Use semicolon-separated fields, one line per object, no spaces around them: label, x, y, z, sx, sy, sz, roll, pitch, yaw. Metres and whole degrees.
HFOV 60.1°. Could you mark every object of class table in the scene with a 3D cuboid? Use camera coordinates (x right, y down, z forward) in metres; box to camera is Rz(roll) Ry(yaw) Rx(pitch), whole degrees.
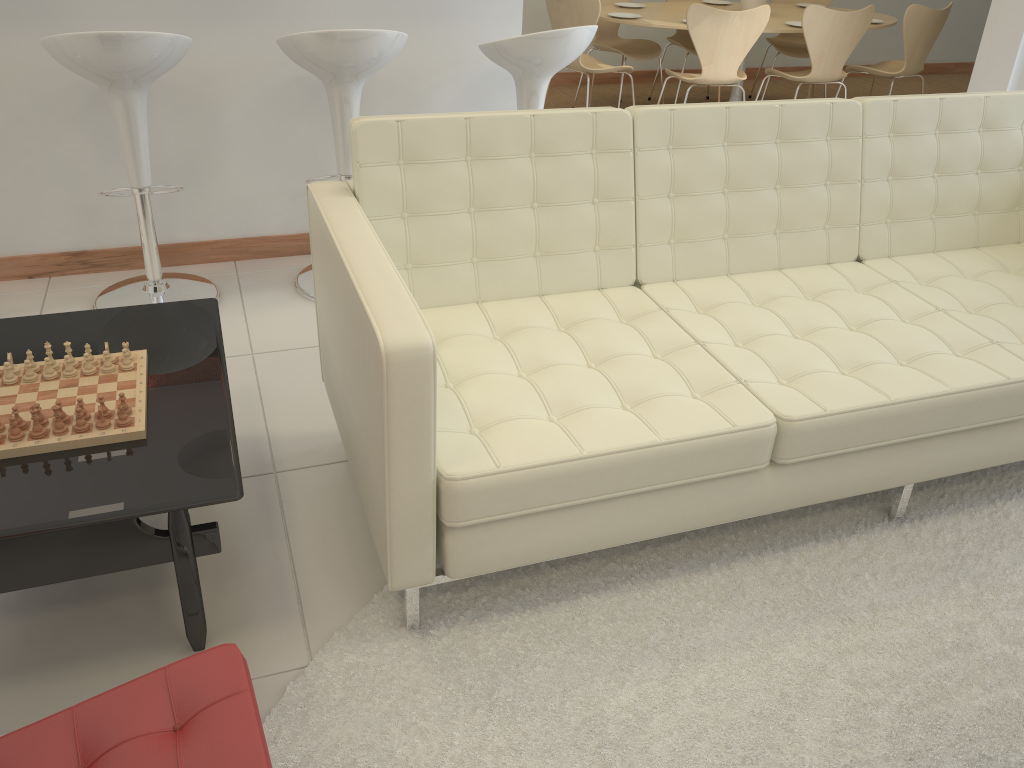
table;-1.001;0.212;2.051;0.702;0.412;0.937;-8;31;-18
table;1.584;-2.189;6.163;2.266;0.712;1.309;-8;31;-18

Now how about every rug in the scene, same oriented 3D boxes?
rug;1.088;0.757;1.688;3.334;0.004;2.499;-7;31;-17

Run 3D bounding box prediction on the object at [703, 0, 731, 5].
object;1.491;-2.775;6.444;0.210;0.015;0.215;1;30;-3

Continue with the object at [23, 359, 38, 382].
object;-1.074;-0.032;1.967;0.030;0.048;0.030;-4;29;-12

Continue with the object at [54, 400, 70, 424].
object;-0.932;0.057;1.826;0.030;0.048;0.030;-4;29;-12

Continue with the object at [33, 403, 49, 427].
object;-0.969;0.062;1.814;0.030;0.048;0.030;-4;29;-12

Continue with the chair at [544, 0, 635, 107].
chair;0.483;-1.994;5.557;0.519;0.885;0.530;-17;34;-32

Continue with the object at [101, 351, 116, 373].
object;-0.923;-0.053;2.018;0.030;0.048;0.030;-4;29;-12

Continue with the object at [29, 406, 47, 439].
object;-0.956;0.073;1.776;0.030;0.068;0.030;-3;29;-12

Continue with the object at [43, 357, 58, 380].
object;-1.036;-0.037;1.980;0.030;0.048;0.030;-4;29;-12

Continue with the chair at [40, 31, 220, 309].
chair;-1.307;-0.741;3.104;0.457;0.996;0.476;-2;29;-9

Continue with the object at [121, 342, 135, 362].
object;-0.899;-0.076;2.065;0.030;0.043;0.030;-4;29;-12

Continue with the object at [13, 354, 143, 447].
object;-0.985;0.030;1.914;0.347;0.001;0.357;-8;32;-18

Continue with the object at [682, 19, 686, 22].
object;1.159;-2.236;5.478;0.210;0.015;0.215;6;30;5

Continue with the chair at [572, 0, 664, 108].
chair;0.775;-2.371;6.239;0.526;0.885;0.523;-20;36;-36

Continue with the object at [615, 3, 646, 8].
object;0.810;-2.593;6.069;0.210;0.015;0.215;3;30;1

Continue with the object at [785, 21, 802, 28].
object;1.831;-2.264;5.584;0.211;0.015;0.214;16;32;22

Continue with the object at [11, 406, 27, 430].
object;-1.007;0.067;1.801;0.030;0.048;0.030;-4;29;-12

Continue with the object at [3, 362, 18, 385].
object;-1.111;-0.026;1.955;0.030;0.048;0.030;-4;29;-12

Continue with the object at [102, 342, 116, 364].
object;-0.936;-0.074;2.050;0.030;0.051;0.030;-12;32;-25

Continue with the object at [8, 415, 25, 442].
object;-0.994;0.085;1.767;0.030;0.053;0.030;-4;29;-12

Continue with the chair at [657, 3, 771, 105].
chair;1.186;-1.858;5.381;0.521;0.885;0.528;-4;29;-12

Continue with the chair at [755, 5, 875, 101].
chair;1.871;-1.940;5.584;0.522;0.885;0.527;-7;30;-18

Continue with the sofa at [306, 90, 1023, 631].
sofa;0.807;-0.235;2.485;2.570;0.901;1.023;-8;31;-18

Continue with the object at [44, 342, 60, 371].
object;-1.049;-0.065;2.009;0.030;0.068;0.030;-3;29;-12

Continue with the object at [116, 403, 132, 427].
object;-0.805;0.063;1.832;0.030;0.043;0.030;-4;29;-12

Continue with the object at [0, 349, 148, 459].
object;-0.985;0.039;1.919;0.361;0.020;0.368;-8;32;-18

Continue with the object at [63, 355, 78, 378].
object;-0.998;-0.042;1.992;0.030;0.048;0.030;-4;29;-12

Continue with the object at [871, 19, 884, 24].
object;2.366;-2.420;5.903;0.212;0.015;0.213;21;35;29

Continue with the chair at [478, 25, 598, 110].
chair;0.072;-0.939;3.567;0.460;0.996;0.473;-15;33;-30

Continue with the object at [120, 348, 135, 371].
object;-0.885;-0.058;2.030;0.030;0.048;0.030;-4;29;-12

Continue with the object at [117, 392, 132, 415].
object;-0.819;0.040;1.864;0.030;0.048;0.030;-4;29;-12

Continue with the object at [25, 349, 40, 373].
object;-1.087;-0.054;1.999;0.030;0.053;0.030;-4;29;-12

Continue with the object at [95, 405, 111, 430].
object;-0.843;0.064;1.818;0.030;0.051;0.030;-4;29;-12

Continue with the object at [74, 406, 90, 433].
object;-0.881;0.069;1.804;0.030;0.053;0.030;-4;29;-12

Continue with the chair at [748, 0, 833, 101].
chair;2.147;-2.550;6.670;0.521;0.885;0.528;5;28;3

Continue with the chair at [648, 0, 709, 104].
chair;1.368;-2.505;6.524;0.522;0.885;0.528;-5;29;-15

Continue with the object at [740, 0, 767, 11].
object;1.621;-2.617;5.923;0.272;0.273;0.267;10;30;13

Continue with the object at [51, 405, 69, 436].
object;-0.918;0.070;1.790;0.030;0.062;0.030;-4;29;-12

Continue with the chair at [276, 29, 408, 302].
chair;-0.618;-0.839;3.334;0.457;0.996;0.476;-2;29;-9

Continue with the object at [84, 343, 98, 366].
object;-0.974;-0.070;2.037;0.030;0.053;0.030;-4;29;-12

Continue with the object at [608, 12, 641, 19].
object;0.709;-2.325;5.593;0.210;0.015;0.215;3;30;1

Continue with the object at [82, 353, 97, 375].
object;-0.960;-0.048;2.005;0.030;0.048;0.030;-4;29;-12

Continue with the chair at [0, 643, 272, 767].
chair;-0.601;0.624;0.982;0.709;0.797;0.715;-10;31;-22

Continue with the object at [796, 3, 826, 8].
object;2.197;-2.778;6.510;0.212;0.015;0.213;-22;38;-36

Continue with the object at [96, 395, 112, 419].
object;-0.856;0.046;1.851;0.030;0.048;0.030;-4;29;-12

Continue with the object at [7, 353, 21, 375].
object;-1.124;-0.047;1.987;0.030;0.051;0.030;-12;32;-25

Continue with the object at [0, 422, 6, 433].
object;-1.045;0.073;1.788;0.030;0.048;0.030;-4;29;-12

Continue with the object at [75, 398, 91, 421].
object;-0.894;0.051;1.839;0.030;0.048;0.030;-4;29;-12

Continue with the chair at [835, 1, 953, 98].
chair;2.505;-2.077;5.878;0.525;0.885;0.524;-17;34;-32

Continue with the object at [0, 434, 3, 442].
object;-1.031;0.091;1.755;0.030;0.051;0.030;-4;29;-12

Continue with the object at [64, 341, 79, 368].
object;-1.011;-0.068;2.022;0.030;0.062;0.030;-4;29;-12
